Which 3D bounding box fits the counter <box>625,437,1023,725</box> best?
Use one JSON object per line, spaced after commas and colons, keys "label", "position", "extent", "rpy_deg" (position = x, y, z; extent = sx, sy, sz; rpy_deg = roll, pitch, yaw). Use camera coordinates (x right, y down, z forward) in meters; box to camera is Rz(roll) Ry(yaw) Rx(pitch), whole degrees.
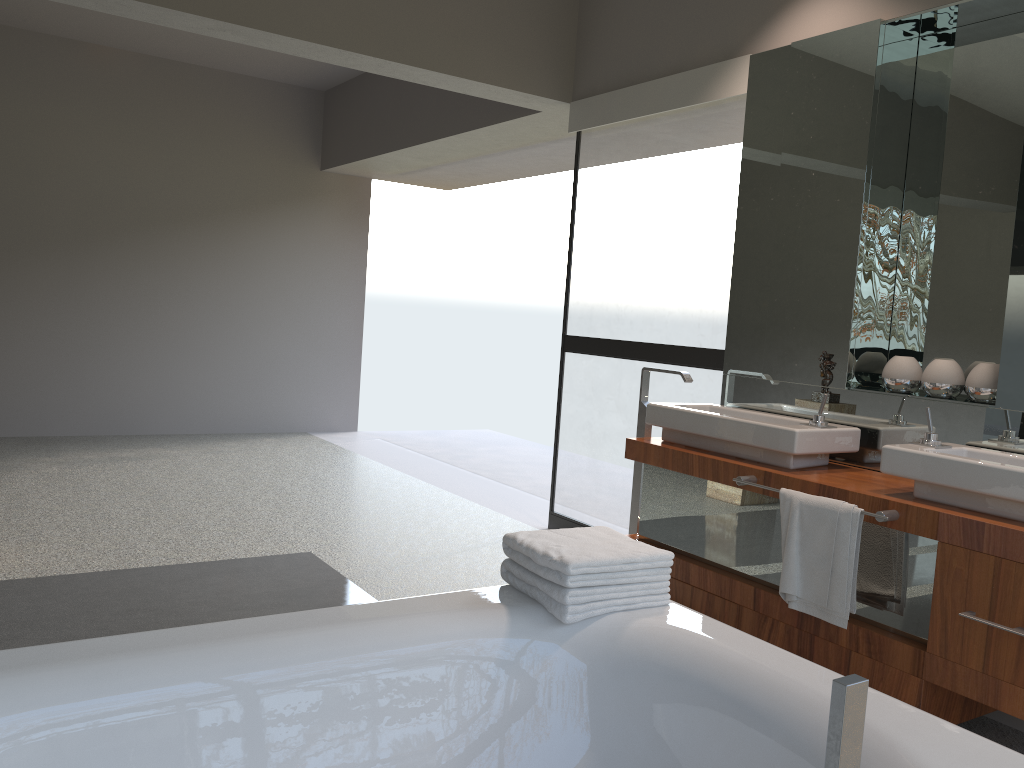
{"label": "counter", "position": [1.096, 0.666, 2.939], "extent": [0.524, 0.704, 1.850], "rpy_deg": [1, 5, -33]}

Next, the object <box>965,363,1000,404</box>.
{"label": "object", "position": [1.570, -0.002, 2.921], "extent": [0.136, 0.130, 0.136], "rpy_deg": [5, 4, 9]}

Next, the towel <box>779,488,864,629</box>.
{"label": "towel", "position": [0.921, 0.525, 2.718], "extent": [0.079, 0.368, 0.303], "rpy_deg": [1, 5, -33]}

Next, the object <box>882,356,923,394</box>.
{"label": "object", "position": [1.400, -0.034, 3.180], "extent": [0.136, 0.130, 0.136], "rpy_deg": [5, 4, 9]}

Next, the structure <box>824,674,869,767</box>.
{"label": "structure", "position": [0.087, 0.681, 0.767], "extent": [0.402, 0.884, 0.330], "rpy_deg": [1, 5, -33]}

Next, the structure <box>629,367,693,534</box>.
{"label": "structure", "position": [0.603, 0.430, 3.731], "extent": [0.069, 0.988, 0.303], "rpy_deg": [1, 5, -33]}

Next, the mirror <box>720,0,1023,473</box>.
{"label": "mirror", "position": [1.512, -0.469, 3.055], "extent": [0.253, 1.616, 1.792], "rpy_deg": [1, 5, -33]}

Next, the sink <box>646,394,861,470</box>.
{"label": "sink", "position": [0.891, 0.131, 3.363], "extent": [0.352, 0.266, 0.751], "rpy_deg": [1, 5, -33]}

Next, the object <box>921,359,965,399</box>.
{"label": "object", "position": [1.484, -0.018, 3.052], "extent": [0.136, 0.130, 0.136], "rpy_deg": [5, 4, 9]}

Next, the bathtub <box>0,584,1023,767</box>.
{"label": "bathtub", "position": [-0.219, 0.805, 1.308], "extent": [1.958, 0.504, 1.328], "rpy_deg": [1, 5, -33]}

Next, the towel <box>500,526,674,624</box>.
{"label": "towel", "position": [0.176, 0.453, 2.170], "extent": [0.322, 0.145, 0.305], "rpy_deg": [1, 5, -30]}

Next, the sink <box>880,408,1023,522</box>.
{"label": "sink", "position": [1.471, 0.240, 2.479], "extent": [0.352, 0.266, 0.751], "rpy_deg": [1, 5, -33]}
